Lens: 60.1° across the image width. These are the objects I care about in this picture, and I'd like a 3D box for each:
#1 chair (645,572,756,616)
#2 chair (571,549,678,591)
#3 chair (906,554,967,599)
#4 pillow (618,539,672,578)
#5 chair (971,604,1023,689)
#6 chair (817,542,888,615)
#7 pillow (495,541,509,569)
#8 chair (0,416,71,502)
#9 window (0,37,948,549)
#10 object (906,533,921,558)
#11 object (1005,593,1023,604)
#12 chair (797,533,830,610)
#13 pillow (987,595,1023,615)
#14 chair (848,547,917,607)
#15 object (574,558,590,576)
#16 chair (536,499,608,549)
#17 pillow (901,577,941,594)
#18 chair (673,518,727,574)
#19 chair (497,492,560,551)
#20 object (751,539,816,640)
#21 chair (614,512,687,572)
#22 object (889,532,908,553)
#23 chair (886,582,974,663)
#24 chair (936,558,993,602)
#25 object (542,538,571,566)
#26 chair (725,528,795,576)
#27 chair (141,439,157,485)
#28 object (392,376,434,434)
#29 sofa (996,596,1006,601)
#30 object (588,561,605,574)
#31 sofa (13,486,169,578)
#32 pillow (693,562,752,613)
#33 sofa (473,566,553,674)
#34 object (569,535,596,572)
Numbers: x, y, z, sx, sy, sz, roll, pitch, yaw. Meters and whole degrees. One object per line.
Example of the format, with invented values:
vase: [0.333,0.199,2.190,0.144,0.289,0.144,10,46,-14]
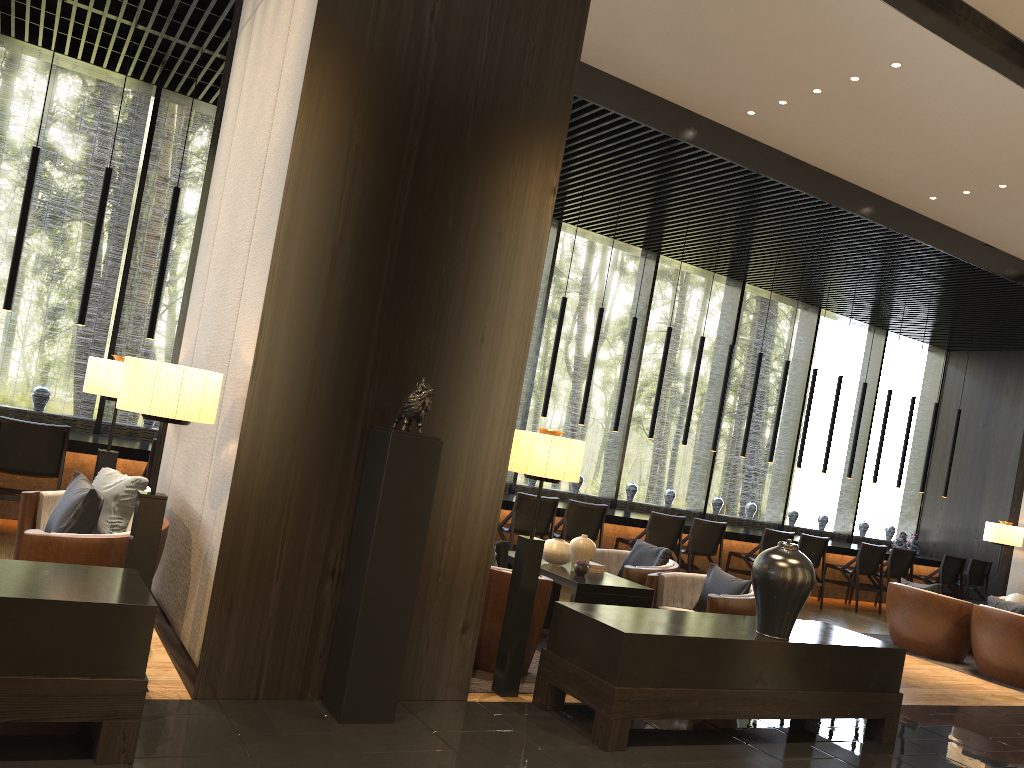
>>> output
chair: [1.280,1.580,5.821,0.609,0.603,0.801,11,-3,-29]
chair: [0.860,1.557,6.563,0.609,0.603,0.801,11,-3,-29]
chair: [5.573,2.627,11.614,0.528,0.826,0.561,11,-2,-29]
pillow: [0.999,1.366,6.623,0.223,0.362,0.398,11,-2,-29]
chair: [4.215,2.210,7.431,0.609,0.603,0.801,11,-3,-29]
chair: [4.195,2.328,10.812,0.528,0.826,0.561,11,-2,-29]
pillow: [-0.177,1.047,5.138,0.220,0.360,0.470,11,-3,-33]
chair: [-3.494,0.660,6.336,0.528,0.826,0.561,11,-2,-29]
window: [-4.138,-1.533,1.297,32.029,4.223,12.019,12,-4,-30]
object: [5.401,2.166,11.933,0.163,0.313,0.209,10,-2,-4]
object: [4.831,2.080,8.422,0.244,0.168,0.246,9,-3,18]
chair: [3.308,2.135,10.296,0.528,0.826,0.561,11,-2,-29]
pillow: [4.151,1.974,7.375,0.223,0.362,0.398,11,-2,-29]
chair: [4.686,2.434,11.098,0.528,0.826,0.561,11,-2,-29]
object: [0.430,1.125,5.461,0.091,0.112,0.091,9,-2,23]
chair: [0.574,1.542,8.704,0.528,0.826,0.561,11,-2,-29]
pillow: [3.728,1.955,8.119,0.205,0.338,0.440,11,-3,-22]
chair: [1.930,1.836,9.493,0.528,0.826,0.561,11,-2,-29]
chair: [0.083,1.436,8.418,0.528,0.826,0.561,11,-2,-29]
object: [1.359,1.027,4.471,0.312,0.492,0.311,10,-2,-11]
chair: [1.439,1.730,9.207,0.528,0.826,0.561,11,-2,-29]
object: [5.185,2.120,11.812,0.206,0.310,0.163,9,-2,40]
chair: [3.795,2.187,8.173,0.609,0.603,0.801,11,-3,-29]
chair: [6.064,2.733,11.900,0.528,0.826,0.561,11,-2,-29]
object: [0.292,1.098,5.779,0.246,0.168,0.245,11,-3,-27]
chair: [2.817,2.029,10.010,0.528,0.826,0.561,11,-2,-29]
chair: [-2.629,0.848,6.839,0.528,0.826,0.561,11,-2,-29]
object: [-0.417,0.087,3.739,0.116,0.246,0.176,11,-2,-29]
sofa: [5.462,2.470,8.685,0.605,0.692,1.445,11,-3,-29]
object: [0.505,1.191,5.779,0.138,0.051,0.173,12,-4,-33]
sofa: [-2.071,0.837,4.299,0.605,0.692,1.445,11,-3,-29]
pillow: [1.422,1.393,5.879,0.205,0.338,0.440,11,-3,-22]
sofa: [-0.371,1.207,5.310,0.605,0.692,1.445,11,-3,-29]
object: [0.443,1.077,5.637,0.171,0.235,0.171,10,-2,6]
